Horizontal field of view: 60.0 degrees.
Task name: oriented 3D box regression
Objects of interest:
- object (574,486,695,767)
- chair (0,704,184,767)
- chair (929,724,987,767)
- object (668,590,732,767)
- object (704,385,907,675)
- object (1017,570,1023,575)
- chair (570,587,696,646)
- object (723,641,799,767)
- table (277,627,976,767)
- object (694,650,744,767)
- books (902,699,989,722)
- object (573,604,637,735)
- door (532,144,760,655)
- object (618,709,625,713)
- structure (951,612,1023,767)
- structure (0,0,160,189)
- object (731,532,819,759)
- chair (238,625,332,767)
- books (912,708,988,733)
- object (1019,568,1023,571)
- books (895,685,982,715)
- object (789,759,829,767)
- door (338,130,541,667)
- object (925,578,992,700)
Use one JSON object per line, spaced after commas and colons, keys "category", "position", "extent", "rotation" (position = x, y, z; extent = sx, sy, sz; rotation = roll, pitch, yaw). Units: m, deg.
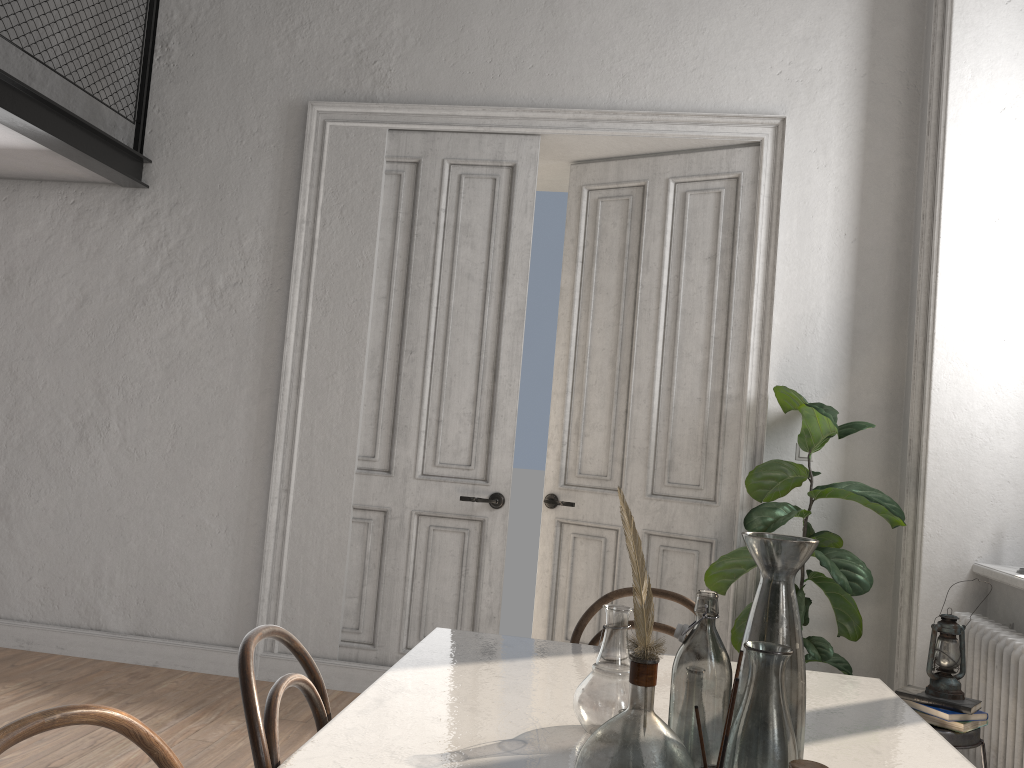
{"category": "object", "position": [0.167, 0.360, 1.127], "extent": [0.157, 0.446, 0.157], "rotation": [3, -4, 26]}
{"category": "chair", "position": [-0.330, 0.850, 0.917], "extent": [0.549, 0.920, 0.438], "rotation": [4, -4, 19]}
{"category": "chair", "position": [1.279, 1.310, 2.798], "extent": [0.360, 0.522, 0.364], "rotation": [6, -4, -18]}
{"category": "object", "position": [0.272, 0.451, 1.280], "extent": [0.086, 0.301, 0.086], "rotation": [5, -3, -6]}
{"category": "object", "position": [0.657, 0.492, 1.269], "extent": [0.792, 1.841, 5.831], "rotation": [4, -4, 13]}
{"category": "object", "position": [1.974, 0.577, 3.361], "extent": [0.095, 0.288, 0.095], "rotation": [3, -4, 31]}
{"category": "chair", "position": [0.280, 0.980, 2.088], "extent": [0.438, 0.920, 0.549], "rotation": [4, -4, 16]}
{"category": "object", "position": [0.326, 0.471, 1.156], "extent": [0.100, 0.255, 0.098], "rotation": [6, -4, -15]}
{"category": "table", "position": [0.164, 0.975, 1.116], "extent": [1.100, 0.779, 2.201], "rotation": [4, -4, 8]}
{"category": "object", "position": [0.215, 0.433, 0.945], "extent": [0.107, 0.283, 0.107], "rotation": [5, -3, 3]}
{"category": "books", "position": [1.336, 1.011, 2.782], "extent": [0.163, 0.029, 0.232], "rotation": [6, -4, -21]}
{"category": "object", "position": [0.178, 0.503, 1.560], "extent": [0.132, 0.219, 0.132], "rotation": [5, -3, -2]}
{"category": "door", "position": [0.658, 0.216, 4.461], "extent": [1.096, 2.813, 0.216], "rotation": [3, -4, 33]}
{"category": "object", "position": [0.179, 0.553, 1.365], "extent": [0.058, 0.094, 0.058], "rotation": [2, -4, 36]}
{"category": "structure", "position": [1.552, -0.764, 1.102], "extent": [0.340, 4.471, 5.185], "rotation": [4, -4, 8]}
{"category": "structure", "position": [-4.318, -2.017, 2.077], "extent": [4.157, 1.212, 5.930], "rotation": [4, -4, 8]}
{"category": "object", "position": [0.399, 0.427, 1.363], "extent": [0.116, 0.382, 0.116], "rotation": [4, -4, 19]}
{"category": "chair", "position": [-0.214, 0.898, 1.490], "extent": [0.549, 0.920, 0.438], "rotation": [5, -3, 4]}
{"category": "books", "position": [1.332, 1.038, 2.793], "extent": [0.194, 0.034, 0.246], "rotation": [8, -5, -41]}
{"category": "object", "position": [2.047, 0.590, 3.469], "extent": [0.095, 0.288, 0.095], "rotation": [2, -4, 40]}
{"category": "books", "position": [1.338, 0.989, 2.782], "extent": [0.221, 0.027, 0.147], "rotation": [2, -5, 40]}
{"category": "object", "position": [0.273, 0.466, 0.833], "extent": [0.101, 0.211, 0.101], "rotation": [8, -5, -42]}
{"category": "door", "position": [-0.512, 0.117, 4.461], "extent": [1.097, 2.813, 0.216], "rotation": [4, -3, 10]}
{"category": "object", "position": [1.382, 0.788, 2.779], "extent": [0.154, 0.383, 0.163], "rotation": [6, -4, -18]}
